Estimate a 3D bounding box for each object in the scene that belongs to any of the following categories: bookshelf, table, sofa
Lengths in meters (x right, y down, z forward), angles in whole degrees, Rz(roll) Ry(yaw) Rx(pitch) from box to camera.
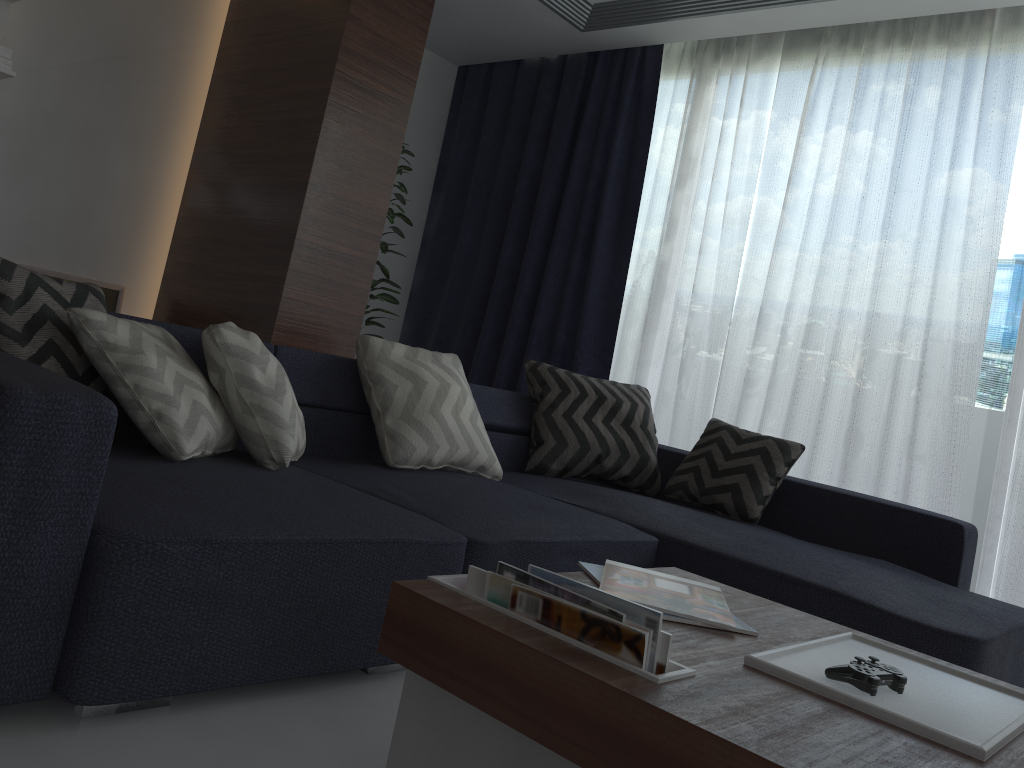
[{"bbox_3d":[-2.640,-0.845,3.280,0.302,1.830,1.136,8,-5,41],"label":"bookshelf"},{"bbox_3d":[0.346,0.557,1.278,0.811,0.354,0.791,12,0,41],"label":"table"},{"bbox_3d":[0.113,0.369,2.349,1.913,0.611,2.841,12,0,41],"label":"sofa"}]

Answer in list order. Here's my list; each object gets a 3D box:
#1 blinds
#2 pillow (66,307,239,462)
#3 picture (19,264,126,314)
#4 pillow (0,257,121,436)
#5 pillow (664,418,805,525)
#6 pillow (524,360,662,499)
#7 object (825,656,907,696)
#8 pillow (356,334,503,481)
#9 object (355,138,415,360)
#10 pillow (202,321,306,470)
[{"bbox_3d":[0.258,-0.702,1.482,7.189,2.787,5.735,12,0,45],"label":"blinds"},{"bbox_3d":[-0.829,0.006,2.094,0.330,0.296,0.414,12,-1,3],"label":"pillow"},{"bbox_3d":[-2.128,-0.168,4.155,0.084,0.703,0.494,8,-5,41],"label":"picture"},{"bbox_3d":[-1.038,-0.074,1.996,0.222,0.388,0.412,11,-2,11],"label":"pillow"},{"bbox_3d":[0.827,0.317,3.321,0.283,0.346,0.418,14,-3,-44],"label":"pillow"},{"bbox_3d":[0.318,0.218,3.567,0.594,0.521,0.356,13,-3,-18],"label":"pillow"},{"bbox_3d":[0.492,0.398,1.219,0.111,0.036,0.071,12,0,-36],"label":"object"},{"bbox_3d":[-0.271,0.079,2.876,0.345,0.390,0.489,10,-2,41],"label":"pillow"},{"bbox_3d":[-0.797,-0.478,4.736,0.504,1.856,0.479,11,-4,10],"label":"object"},{"bbox_3d":[-0.666,0.031,2.324,0.280,0.353,0.417,12,-2,-6],"label":"pillow"}]
